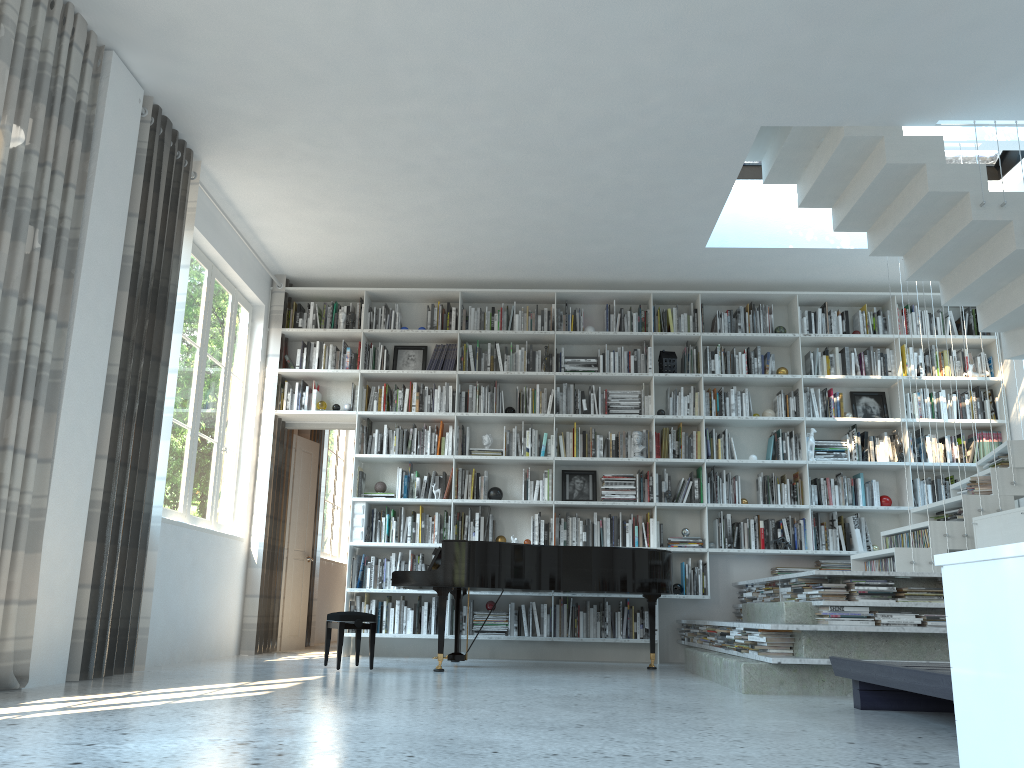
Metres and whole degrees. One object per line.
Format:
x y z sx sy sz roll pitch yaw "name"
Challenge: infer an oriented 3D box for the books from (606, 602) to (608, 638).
0.775 1.936 7.278 0.014 0.287 0.185 1 -14 2 "books"

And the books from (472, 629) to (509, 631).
-0.172 2.023 7.294 0.285 0.007 0.160 -1 -15 7 "books"

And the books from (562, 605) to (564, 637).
0.420 1.953 7.315 0.010 0.258 0.131 1 -14 2 "books"

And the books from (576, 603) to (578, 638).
0.535 1.944 7.305 0.012 0.275 0.155 1 -14 2 "books"

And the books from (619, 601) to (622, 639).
0.890 1.935 7.274 0.011 0.292 0.184 1 -14 2 "books"

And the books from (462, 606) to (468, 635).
-0.388 1.951 7.319 0.023 0.231 0.164 1 -14 2 "books"

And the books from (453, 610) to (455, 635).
-0.465 1.969 7.327 0.025 0.197 0.160 1 -14 2 "books"

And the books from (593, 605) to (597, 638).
0.681 1.952 7.296 0.028 0.260 0.133 1 -14 2 "books"

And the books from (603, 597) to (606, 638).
0.761 1.912 7.283 0.014 0.335 0.183 1 -14 2 "books"

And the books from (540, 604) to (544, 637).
0.249 1.949 7.314 0.025 0.258 0.133 1 -14 2 "books"

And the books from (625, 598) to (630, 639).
0.946 1.922 7.269 0.013 0.316 0.187 1 -14 2 "books"

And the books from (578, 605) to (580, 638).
0.547 1.954 7.303 0.012 0.254 0.151 1 -14 2 "books"

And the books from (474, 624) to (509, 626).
-0.172 1.982 7.304 0.285 0.007 0.160 2 -14 -3 "books"

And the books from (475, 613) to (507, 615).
-0.170 1.901 7.335 0.254 0.005 0.161 1 -14 2 "books"

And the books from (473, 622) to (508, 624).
-0.172 1.972 7.316 0.285 0.007 0.160 0 -14 3 "books"

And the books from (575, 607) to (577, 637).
0.523 1.961 7.297 0.012 0.238 0.129 1 -14 2 "books"

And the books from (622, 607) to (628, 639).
0.917 1.952 7.258 0.044 0.250 0.187 1 -14 2 "books"

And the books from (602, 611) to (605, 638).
0.742 1.974 7.278 0.022 0.212 0.167 1 -14 2 "books"

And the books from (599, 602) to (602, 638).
0.725 1.937 7.283 0.013 0.284 0.185 1 -14 2 "books"

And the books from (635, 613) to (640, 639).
1.026 1.979 7.261 0.022 0.204 0.191 1 -14 2 "books"

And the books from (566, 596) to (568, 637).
0.455 1.910 7.303 0.012 0.336 0.144 1 -14 2 "books"

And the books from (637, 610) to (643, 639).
1.052 1.972 7.275 0.028 0.227 0.162 1 -14 2 "books"

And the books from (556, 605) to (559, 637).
0.374 1.946 7.287 0.026 0.255 0.184 1 -14 2 "books"

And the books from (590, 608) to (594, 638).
0.651 1.965 7.294 0.030 0.234 0.138 1 -14 2 "books"

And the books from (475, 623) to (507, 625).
-0.172 1.978 7.314 0.254 0.007 0.161 0 -14 3 "books"

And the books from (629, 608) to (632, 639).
0.967 1.966 7.282 0.028 0.238 0.140 1 -14 2 "books"

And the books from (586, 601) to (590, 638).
0.624 1.935 7.299 0.026 0.293 0.155 1 -14 2 "books"

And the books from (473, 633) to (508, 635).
-0.175 2.059 7.297 0.285 0.007 0.160 1 -14 2 "books"

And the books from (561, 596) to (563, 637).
0.409 1.910 7.313 0.014 0.339 0.140 1 -14 2 "books"

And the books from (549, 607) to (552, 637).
0.319 1.961 7.314 0.021 0.237 0.116 1 -14 2 "books"

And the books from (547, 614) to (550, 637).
0.296 1.984 7.289 0.024 0.179 0.172 1 -14 2 "books"

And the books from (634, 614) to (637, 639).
1.003 1.988 7.270 0.024 0.190 0.155 1 -14 2 "books"

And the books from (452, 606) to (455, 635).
-0.482 1.954 7.335 0.012 0.230 0.138 1 -14 2 "books"

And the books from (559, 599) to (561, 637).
0.394 1.925 7.292 0.014 0.300 0.185 1 -14 2 "books"

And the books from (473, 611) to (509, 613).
-0.170 1.883 7.328 0.285 0.005 0.160 -1 -15 7 "books"

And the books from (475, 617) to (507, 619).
-0.174 1.933 7.328 0.254 0.005 0.161 1 -14 2 "books"

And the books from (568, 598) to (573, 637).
0.478 1.923 7.300 0.034 0.310 0.170 1 -14 2 "books"

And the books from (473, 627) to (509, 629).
-0.172 2.011 7.304 0.285 0.007 0.160 0 -14 4 "books"

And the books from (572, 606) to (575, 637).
0.506 1.957 7.302 0.022 0.246 0.144 1 -14 2 "books"

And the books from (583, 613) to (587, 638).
0.595 1.984 7.300 0.030 0.196 0.143 1 -14 2 "books"

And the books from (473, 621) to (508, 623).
-0.171 1.965 7.320 0.285 0.007 0.160 1 -14 2 "books"

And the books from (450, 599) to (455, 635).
-0.494 1.927 7.339 0.012 0.284 0.160 1 -14 2 "books"

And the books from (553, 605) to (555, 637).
0.345 1.952 7.308 0.012 0.253 0.161 1 -14 2 "books"

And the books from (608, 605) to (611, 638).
0.794 1.952 7.290 0.024 0.261 0.132 1 -14 2 "books"

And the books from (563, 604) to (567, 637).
0.437 1.948 7.305 0.025 0.263 0.145 1 -14 2 "books"

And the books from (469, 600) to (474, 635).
-0.336 1.929 7.332 0.027 0.281 0.129 1 -14 2 "books"

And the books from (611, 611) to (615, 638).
0.825 1.979 7.291 0.040 0.212 0.129 1 -14 2 "books"

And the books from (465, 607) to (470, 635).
-0.363 1.956 7.326 0.027 0.226 0.139 1 -14 2 "books"

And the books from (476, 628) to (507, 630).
-0.172 2.017 7.298 0.254 0.007 0.161 2 -14 -2 "books"

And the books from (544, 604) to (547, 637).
0.272 1.941 7.283 0.024 0.259 0.190 1 -14 2 "books"

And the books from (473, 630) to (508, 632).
-0.175 2.030 7.294 0.285 0.007 0.160 2 -14 -2 "books"

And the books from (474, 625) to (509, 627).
-0.172 1.996 7.303 0.285 0.007 0.160 2 -14 -2 "books"

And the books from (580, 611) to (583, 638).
0.566 1.972 7.273 0.028 0.206 0.175 1 -14 2 "books"

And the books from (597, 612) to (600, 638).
0.706 1.980 7.286 0.024 0.203 0.145 1 -14 2 "books"

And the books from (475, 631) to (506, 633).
-0.175 2.038 7.299 0.254 0.007 0.161 0 -14 3 "books"

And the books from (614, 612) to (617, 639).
0.849 1.975 7.259 0.010 0.205 0.180 1 -14 2 "books"

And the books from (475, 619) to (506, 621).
-0.174 1.948 7.322 0.254 0.005 0.161 1 -14 1 "books"

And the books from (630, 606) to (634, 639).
0.986 1.953 7.269 0.011 0.257 0.172 1 -14 2 "books"

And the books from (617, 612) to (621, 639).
0.869 1.974 7.263 0.029 0.209 0.171 1 -14 2 "books"

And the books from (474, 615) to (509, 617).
-0.170 1.916 7.325 0.285 0.005 0.160 1 -14 -1 "books"
